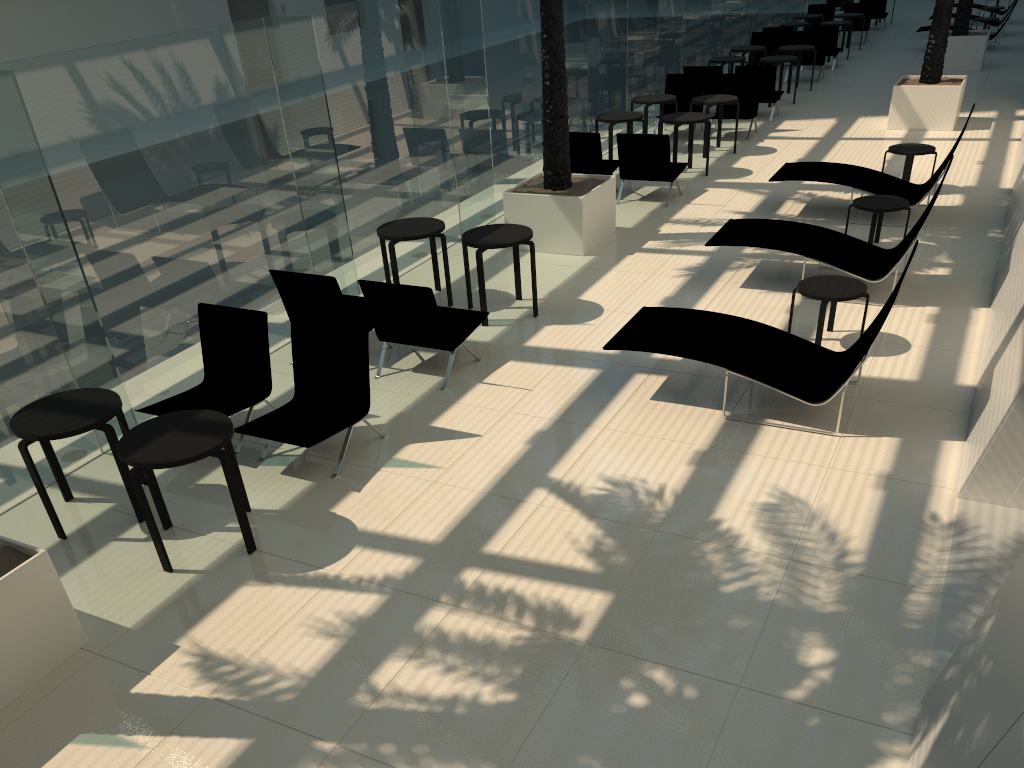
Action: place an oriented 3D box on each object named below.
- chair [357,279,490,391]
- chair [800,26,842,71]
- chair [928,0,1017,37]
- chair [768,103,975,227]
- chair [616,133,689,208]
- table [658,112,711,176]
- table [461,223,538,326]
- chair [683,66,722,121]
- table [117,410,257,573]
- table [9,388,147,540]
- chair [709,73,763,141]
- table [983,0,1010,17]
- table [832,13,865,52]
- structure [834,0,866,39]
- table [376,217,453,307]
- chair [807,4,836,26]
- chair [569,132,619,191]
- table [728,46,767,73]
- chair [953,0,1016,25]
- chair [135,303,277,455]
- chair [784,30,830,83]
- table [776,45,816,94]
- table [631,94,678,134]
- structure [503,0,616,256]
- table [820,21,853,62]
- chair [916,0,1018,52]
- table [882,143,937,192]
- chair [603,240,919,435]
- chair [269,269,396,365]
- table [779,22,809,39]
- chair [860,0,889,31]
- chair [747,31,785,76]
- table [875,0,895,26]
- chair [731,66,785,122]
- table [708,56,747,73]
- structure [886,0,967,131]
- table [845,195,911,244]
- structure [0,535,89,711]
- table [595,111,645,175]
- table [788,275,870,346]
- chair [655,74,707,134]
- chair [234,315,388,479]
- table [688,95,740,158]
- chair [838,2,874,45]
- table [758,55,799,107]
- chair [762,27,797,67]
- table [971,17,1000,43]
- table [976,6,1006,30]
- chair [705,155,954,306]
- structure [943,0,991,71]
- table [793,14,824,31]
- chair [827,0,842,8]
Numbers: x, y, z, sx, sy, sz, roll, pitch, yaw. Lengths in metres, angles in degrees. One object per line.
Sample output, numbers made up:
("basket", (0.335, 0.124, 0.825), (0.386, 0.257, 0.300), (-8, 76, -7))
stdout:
("chair", (-0.719, -0.580, 7.520), (0.706, 0.958, 0.830), (12, 34, 25))
("chair", (6.987, -7.592, 19.595), (0.706, 0.958, 0.830), (12, 34, 25))
("chair", (11.811, -9.561, 22.256), (2.009, 1.248, 0.862), (10, 34, 24))
("chair", (4.178, -2.617, 10.297), (2.009, 1.248, 0.862), (10, 34, 24))
("chair", (1.871, -2.937, 11.580), (0.706, 0.958, 0.830), (12, 34, 25))
("table", (2.463, -3.414, 12.521), (0.669, 0.842, 0.636), (-16, 33, -19))
("table", (-0.117, -1.067, 8.479), (0.669, 0.842, 0.636), (-16, 33, -19))
("chair", (3.583, -5.381, 15.936), (0.706, 0.958, 0.830), (12, 34, 25))
("table", (-2.010, 0.665, 5.497), (0.675, 0.842, 0.630), (-11, 31, -12))
("table", (-2.873, 0.528, 5.887), (0.675, 0.842, 0.630), (-11, 31, -12))
("chair", (3.627, -4.548, 14.357), (0.706, 0.958, 0.830), (12, 34, 25))
("table", (13.873, -10.757, 24.954), (0.548, 0.558, 0.516), (-14, 31, -16))
("table", (8.329, -8.742, 21.695), (0.673, 0.842, 0.633), (-14, 32, -16))
("structure", (8.999, -12.807, 22.084), (4.269, 7.562, 4.636), (-30, 39, -35))
("table", (-0.980, -1.204, 8.869), (0.669, 0.842, 0.636), (-16, 33, -19))
("chair", (8.004, -9.417, 22.889), (0.706, 0.958, 0.830), (12, 34, 25))
("chair", (1.042, -3.069, 11.955), (0.706, 0.958, 0.830), (12, 34, 25))
("table", (4.828, -6.479, 17.952), (0.673, 0.842, 0.633), (-14, 32, -16))
("chair", (12.982, -10.627, 24.090), (2.009, 1.248, 0.862), (10, 34, 24))
("chair", (-2.335, -0.010, 6.690), (0.706, 0.958, 0.830), (12, 34, 25))
("chair", (6.196, -6.886, 18.381), (0.706, 0.958, 0.830), (12, 34, 25))
("table", (5.691, -6.343, 17.562), (0.673, 0.842, 0.633), (-14, 32, -16))
("table", (2.260, -4.142, 13.928), (0.673, 0.842, 0.633), (-14, 32, -16))
("structure", (0.289, -4.877, 8.428), (4.784, 7.562, 4.133), (8, 33, 19))
("table", (7.585, -8.074, 20.545), (0.669, 0.842, 0.636), (-16, 33, -19))
("chair", (10.640, -8.496, 20.421), (2.009, 1.248, 0.862), (10, 34, 24))
("table", (5.070, -2.747, 11.161), (0.545, 0.558, 0.518), (-16, 32, -19))
("chair", (1.800, -0.453, 6.571), (2.009, 1.248, 0.862), (10, 34, 24))
("chair", (-1.549, -0.711, 7.895), (0.706, 0.958, 0.830), (12, 34, 25))
("table", (6.722, -8.211, 20.935), (0.669, 0.842, 0.636), (-16, 33, -19))
("chair", (10.269, -10.578, 24.737), (0.706, 0.958, 0.830), (12, 34, 25))
("chair", (5.366, -7.017, 18.756), (0.706, 0.958, 0.830), (12, 34, 25))
("table", (10.815, -11.013, 25.606), (0.675, 0.842, 0.630), (-11, 31, -12))
("chair", (4.413, -5.249, 15.561), (0.706, 0.958, 0.830), (12, 34, 25))
("table", (4.153, -5.874, 16.911), (0.669, 0.842, 0.636), (-16, 33, -19))
("structure", (6.662, -7.420, 12.408), (4.544, 7.427, 4.036), (-19, 34, -23))
("table", (3.899, -1.681, 9.326), (0.548, 0.558, 0.516), (-14, 31, -16))
("structure", (-3.442, -1.507, 2.629), (4.458, 7.562, 4.432), (0, 31, 7))
("table", (1.600, -3.551, 12.911), (0.669, 0.842, 0.636), (-16, 33, -19))
("table", (2.691, -0.583, 7.435), (0.548, 0.558, 0.516), (-14, 31, -16))
("chair", (2.798, -4.680, 14.732), (0.706, 0.958, 0.830), (12, 34, 25))
("chair", (-1.505, 0.121, 6.315), (0.706, 0.958, 0.830), (12, 34, 25))
("table", (3.123, -4.005, 13.538), (0.673, 0.842, 0.633), (-14, 32, -16))
("chair", (8.834, -9.285, 22.514), (0.706, 0.958, 0.830), (12, 34, 25))
("table", (5.016, -5.737, 16.521), (0.669, 0.842, 0.636), (-16, 33, -19))
("chair", (6.158, -7.723, 19.970), (0.706, 0.958, 0.830), (12, 34, 25))
("table", (11.532, -8.626, 21.285), (0.548, 0.558, 0.516), (-14, 31, -16))
("table", (12.703, -9.691, 23.120), (0.548, 0.558, 0.516), (-14, 31, -16))
("chair", (3.007, -1.551, 8.462), (2.009, 1.248, 0.862), (10, 34, 24))
("structure", (9.213, -9.907, 16.788), (4.643, 7.361, 3.944), (0, 31, 6))
("table", (7.466, -8.879, 22.085), (0.673, 0.842, 0.633), (-14, 32, -16))
("chair", (9.440, -10.710, 25.112), (0.706, 0.958, 0.830), (12, 34, 25))
